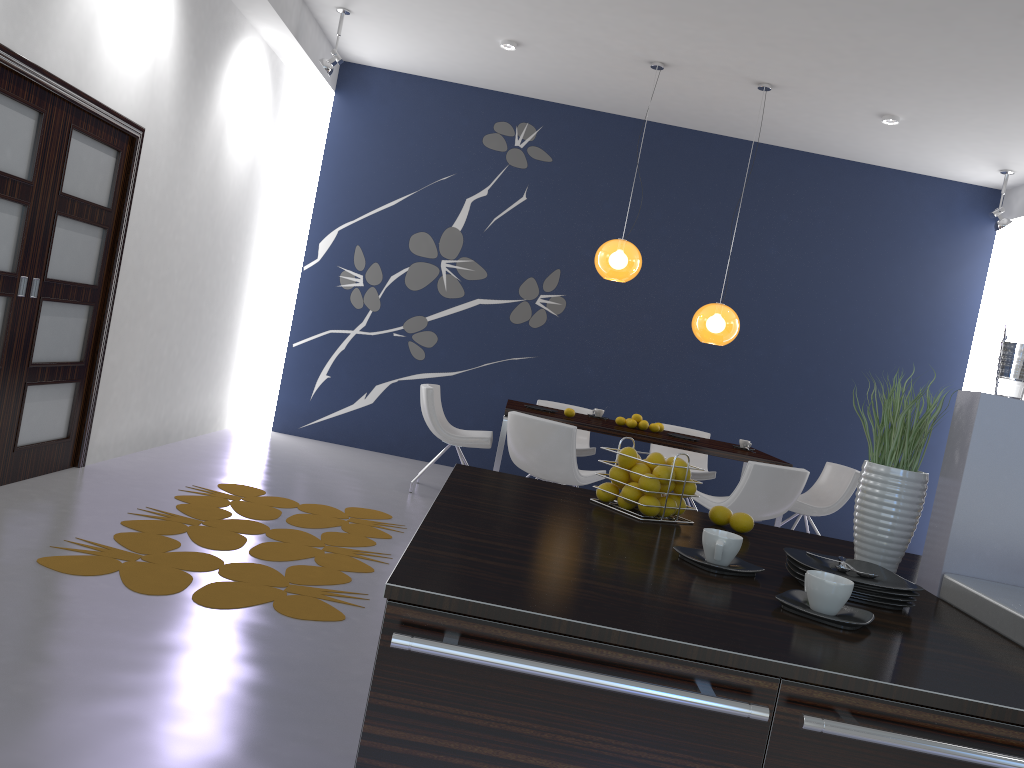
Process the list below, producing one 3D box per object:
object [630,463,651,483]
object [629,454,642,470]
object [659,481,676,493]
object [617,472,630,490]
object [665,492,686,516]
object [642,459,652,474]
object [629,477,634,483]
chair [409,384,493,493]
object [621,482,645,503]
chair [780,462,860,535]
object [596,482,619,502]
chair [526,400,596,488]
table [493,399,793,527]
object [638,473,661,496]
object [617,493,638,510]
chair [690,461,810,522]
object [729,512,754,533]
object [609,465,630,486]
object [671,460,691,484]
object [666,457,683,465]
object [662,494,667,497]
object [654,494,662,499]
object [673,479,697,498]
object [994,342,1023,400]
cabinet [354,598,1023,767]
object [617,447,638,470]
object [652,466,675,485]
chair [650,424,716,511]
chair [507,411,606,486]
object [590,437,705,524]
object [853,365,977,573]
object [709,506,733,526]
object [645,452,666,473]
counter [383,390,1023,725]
[{"bbox_3d":[0.322,0.224,2.226,0.055,0.051,0.061,11,2,-5],"label":"object"},{"bbox_3d":[0.309,0.202,2.294,0.051,0.053,0.063,12,2,13],"label":"object"},{"bbox_3d":[0.379,0.249,2.227,0.064,0.053,0.051,11,2,3],"label":"object"},{"bbox_3d":[0.299,0.251,2.302,0.061,0.055,0.051,10,2,-20],"label":"object"},{"bbox_3d":[0.414,0.304,2.253,0.060,0.057,0.052,11,2,2],"label":"object"},{"bbox_3d":[0.360,0.223,2.317,0.061,0.052,0.053,12,2,13],"label":"object"},{"bbox_3d":[0.323,0.253,2.283,0.051,0.053,0.062,12,2,8],"label":"object"},{"bbox_3d":[-0.468,0.446,6.822,0.620,0.805,0.508,11,2,0],"label":"chair"},{"bbox_3d":[0.300,0.269,2.197,0.052,0.053,0.062,13,3,37],"label":"object"},{"bbox_3d":[2.261,0.986,6.811,0.620,0.805,0.508,11,2,-5],"label":"chair"},{"bbox_3d":[0.245,0.278,2.271,0.053,0.052,0.062,13,3,40],"label":"object"},{"bbox_3d":[0.412,0.586,7.675,0.508,0.805,0.620,11,2,-5],"label":"chair"},{"bbox_3d":[0.889,0.728,6.766,2.046,0.783,1.127,11,2,0],"label":"table"},{"bbox_3d":[0.335,0.246,2.162,0.053,0.055,0.060,13,3,43],"label":"object"},{"bbox_3d":[0.295,0.291,2.240,0.061,0.055,0.050,9,3,-44],"label":"object"},{"bbox_3d":[1.513,0.878,5.803,0.508,0.805,0.620,10,3,-30],"label":"chair"},{"bbox_3d":[0.579,0.350,2.236,0.053,0.051,0.063,10,3,-31],"label":"object"},{"bbox_3d":[0.273,0.233,2.250,0.061,0.054,0.053,9,3,-44],"label":"object"},{"bbox_3d":[0.420,0.219,2.215,0.052,0.060,0.057,11,2,-12],"label":"object"},{"bbox_3d":[0.419,0.213,2.267,0.053,0.051,0.063,9,3,-42],"label":"object"},{"bbox_3d":[0.370,0.300,2.296,0.064,0.063,0.074,12,2,21],"label":"object"},{"bbox_3d":[0.352,0.292,2.257,0.057,0.060,0.052,11,2,6],"label":"object"},{"bbox_3d":[0.434,0.261,2.235,0.053,0.051,0.063,10,3,-31],"label":"object"},{"bbox_3d":[1.090,-0.027,1.927,0.072,0.119,0.071,13,3,40],"label":"object"},{"bbox_3d":[1.370,0.984,1.845,3.285,0.852,1.377,11,2,0],"label":"cabinet"},{"bbox_3d":[0.291,0.187,2.230,0.050,0.060,0.059,11,2,0],"label":"object"},{"bbox_3d":[0.375,0.224,2.184,0.063,0.051,0.053,9,3,-44],"label":"object"},{"bbox_3d":[1.432,0.788,7.671,0.508,0.805,0.620,11,2,0],"label":"chair"},{"bbox_3d":[0.238,0.626,5.819,0.508,0.805,0.620,13,3,35],"label":"chair"},{"bbox_3d":[0.346,0.239,2.250,0.189,0.174,0.207,10,3,-35],"label":"object"},{"bbox_3d":[0.894,0.187,2.112,0.247,0.502,0.269,13,3,43],"label":"object"},{"bbox_3d":[0.539,0.340,2.285,0.063,0.051,0.053,11,2,4],"label":"object"},{"bbox_3d":[0.364,0.199,2.248,0.051,0.053,0.063,11,2,2],"label":"object"},{"bbox_3d":[1.411,0.764,1.825,3.291,1.300,1.302,11,2,0],"label":"counter"}]
